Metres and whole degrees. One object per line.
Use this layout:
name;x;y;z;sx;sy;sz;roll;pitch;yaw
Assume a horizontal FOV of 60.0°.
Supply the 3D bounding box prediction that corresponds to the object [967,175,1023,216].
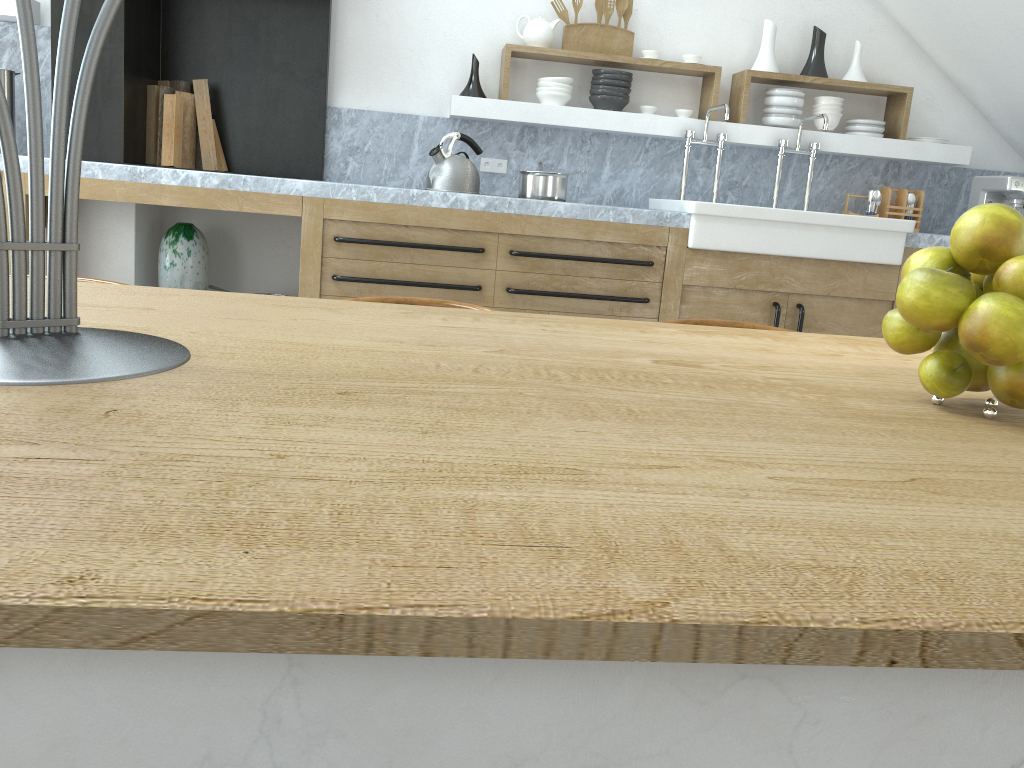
object;2.560;-0.875;4.468;0.324;0.318;0.389;4;12;-7

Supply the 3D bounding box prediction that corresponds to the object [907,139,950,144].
object;2.208;-1.278;4.712;0.213;0.025;0.214;1;13;-19

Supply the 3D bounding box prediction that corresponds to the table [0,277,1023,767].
table;-0.578;0.350;0.904;3.348;0.795;1.024;3;12;-7

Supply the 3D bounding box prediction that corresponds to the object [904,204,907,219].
object;2.098;-0.910;4.740;0.019;0.178;0.044;3;11;-10

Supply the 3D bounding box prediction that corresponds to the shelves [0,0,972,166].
shelves;-0.278;-1.970;4.163;5.548;1.354;0.482;2;11;-12

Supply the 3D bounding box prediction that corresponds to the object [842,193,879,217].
object;1.847;-0.916;4.696;0.173;0.170;0.101;4;11;-5

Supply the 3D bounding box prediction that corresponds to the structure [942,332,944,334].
structure;2.096;-0.166;4.360;0.724;0.818;0.602;4;11;-7

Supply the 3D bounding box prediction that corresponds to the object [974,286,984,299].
object;0.502;-0.087;0.993;0.062;0.059;0.062;4;11;-3

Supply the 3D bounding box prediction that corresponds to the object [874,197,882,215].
object;1.913;-0.909;4.661;0.019;0.178;0.044;1;11;-22

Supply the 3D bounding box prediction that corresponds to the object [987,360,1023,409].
object;0.514;-0.006;0.893;0.064;0.063;0.064;6;11;4

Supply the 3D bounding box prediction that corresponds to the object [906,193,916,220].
object;2.106;-0.912;4.697;0.040;0.191;0.042;15;14;42

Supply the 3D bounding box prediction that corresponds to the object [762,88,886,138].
object;1.627;-1.399;4.613;0.656;0.195;0.199;3;11;-7

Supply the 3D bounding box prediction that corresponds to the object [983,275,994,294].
object;0.524;-0.101;0.931;0.053;0.050;0.053;-3;14;-35

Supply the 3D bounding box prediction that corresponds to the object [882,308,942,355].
object;0.429;-0.059;0.953;0.059;0.055;0.060;2;12;-12

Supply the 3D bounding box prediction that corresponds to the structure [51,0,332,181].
structure;-1.373;-1.903;3.919;1.075;1.874;0.785;4;11;-7

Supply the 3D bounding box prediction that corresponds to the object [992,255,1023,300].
object;0.500;-0.098;0.866;0.053;0.057;0.058;6;11;7

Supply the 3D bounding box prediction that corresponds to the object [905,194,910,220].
object;2.110;-0.915;4.727;0.018;0.195;0.023;5;11;0

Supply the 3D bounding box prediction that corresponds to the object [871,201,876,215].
object;1.900;-0.921;4.669;0.018;0.195;0.023;3;11;-12

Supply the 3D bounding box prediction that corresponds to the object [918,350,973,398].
object;0.450;-0.010;0.920;0.051;0.050;0.050;4;11;-3

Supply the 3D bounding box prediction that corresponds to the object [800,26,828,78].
object;1.569;-1.704;4.562;0.156;0.267;0.157;4;11;-3

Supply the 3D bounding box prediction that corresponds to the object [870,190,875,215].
object;1.897;-0.931;4.697;0.040;0.191;0.042;11;12;30

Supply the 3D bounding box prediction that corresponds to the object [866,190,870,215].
object;1.879;-0.925;4.678;0.022;0.195;0.019;1;11;-19

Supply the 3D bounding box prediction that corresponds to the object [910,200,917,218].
object;2.135;-0.905;4.733;0.044;0.178;0.020;-1;12;-29

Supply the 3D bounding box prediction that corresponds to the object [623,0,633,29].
object;0.571;-1.795;4.467;0.057;0.292;0.030;4;11;-7

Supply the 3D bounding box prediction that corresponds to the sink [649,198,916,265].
sink;1.217;-0.723;4.169;1.020;0.201;0.731;3;12;-7

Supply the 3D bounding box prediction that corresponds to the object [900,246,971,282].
object;0.455;-0.113;0.955;0.072;0.071;0.066;-4;14;-37

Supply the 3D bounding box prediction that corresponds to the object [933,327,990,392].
object;0.501;-0.030;0.963;0.080;0.073;0.078;14;14;37

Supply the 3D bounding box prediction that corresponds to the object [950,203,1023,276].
object;0.490;-0.148;0.910;0.072;0.074;0.073;4;11;-7

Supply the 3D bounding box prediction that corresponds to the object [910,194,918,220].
object;2.128;-0.911;4.713;0.022;0.195;0.019;4;11;-6

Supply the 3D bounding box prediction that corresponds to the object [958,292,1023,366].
object;0.470;-0.052;0.855;0.070;0.072;0.071;-5;15;-42

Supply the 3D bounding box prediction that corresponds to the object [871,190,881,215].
object;1.903;-0.920;4.650;0.040;0.191;0.042;11;12;29

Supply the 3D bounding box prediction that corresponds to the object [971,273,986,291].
object;0.539;-0.126;0.977;0.062;0.059;0.062;4;11;-6

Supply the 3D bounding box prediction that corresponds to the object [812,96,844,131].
object;1.630;-1.396;4.589;0.158;0.159;0.155;9;12;21

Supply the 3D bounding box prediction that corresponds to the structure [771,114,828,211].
structure;1.490;-1.061;4.423;0.214;0.527;0.334;0;12;-26

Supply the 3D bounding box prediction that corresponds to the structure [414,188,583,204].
structure;-0.086;-0.851;4.103;0.737;0.041;0.651;3;12;-7

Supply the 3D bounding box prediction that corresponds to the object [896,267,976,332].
object;0.426;-0.085;0.892;0.072;0.063;0.071;2;12;-14

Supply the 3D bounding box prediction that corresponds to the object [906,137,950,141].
object;2.209;-1.287;4.710;0.213;0.025;0.214;1;13;-19

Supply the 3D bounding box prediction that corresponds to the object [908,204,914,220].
object;2.118;-0.910;4.708;0.018;0.195;0.020;8;11;15

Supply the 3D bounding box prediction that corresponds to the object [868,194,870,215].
object;1.875;-0.912;4.660;0.044;0.178;0.020;-4;14;-41

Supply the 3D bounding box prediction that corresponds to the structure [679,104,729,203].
structure;1.007;-1.091;4.364;0.214;0.527;0.334;0;12;-26

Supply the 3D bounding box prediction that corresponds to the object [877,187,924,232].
object;2.069;-0.930;4.729;0.200;0.221;0.104;4;11;-7

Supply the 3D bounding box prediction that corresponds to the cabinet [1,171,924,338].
cabinet;0.041;-0.309;4.271;6.426;1.016;1.009;3;11;-7

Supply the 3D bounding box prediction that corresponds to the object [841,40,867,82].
object;1.789;-1.669;4.603;0.156;0.217;0.157;0;12;-25

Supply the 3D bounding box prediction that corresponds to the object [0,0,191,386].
object;-0.342;-0.455;0.784;0.775;0.870;0.267;-2;13;-33

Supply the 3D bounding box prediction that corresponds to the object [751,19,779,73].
object;1.308;-1.721;4.533;0.156;0.267;0.157;1;11;-18

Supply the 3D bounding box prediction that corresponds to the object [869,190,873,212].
object;1.887;-0.926;4.685;0.018;0.195;0.020;5;11;2
